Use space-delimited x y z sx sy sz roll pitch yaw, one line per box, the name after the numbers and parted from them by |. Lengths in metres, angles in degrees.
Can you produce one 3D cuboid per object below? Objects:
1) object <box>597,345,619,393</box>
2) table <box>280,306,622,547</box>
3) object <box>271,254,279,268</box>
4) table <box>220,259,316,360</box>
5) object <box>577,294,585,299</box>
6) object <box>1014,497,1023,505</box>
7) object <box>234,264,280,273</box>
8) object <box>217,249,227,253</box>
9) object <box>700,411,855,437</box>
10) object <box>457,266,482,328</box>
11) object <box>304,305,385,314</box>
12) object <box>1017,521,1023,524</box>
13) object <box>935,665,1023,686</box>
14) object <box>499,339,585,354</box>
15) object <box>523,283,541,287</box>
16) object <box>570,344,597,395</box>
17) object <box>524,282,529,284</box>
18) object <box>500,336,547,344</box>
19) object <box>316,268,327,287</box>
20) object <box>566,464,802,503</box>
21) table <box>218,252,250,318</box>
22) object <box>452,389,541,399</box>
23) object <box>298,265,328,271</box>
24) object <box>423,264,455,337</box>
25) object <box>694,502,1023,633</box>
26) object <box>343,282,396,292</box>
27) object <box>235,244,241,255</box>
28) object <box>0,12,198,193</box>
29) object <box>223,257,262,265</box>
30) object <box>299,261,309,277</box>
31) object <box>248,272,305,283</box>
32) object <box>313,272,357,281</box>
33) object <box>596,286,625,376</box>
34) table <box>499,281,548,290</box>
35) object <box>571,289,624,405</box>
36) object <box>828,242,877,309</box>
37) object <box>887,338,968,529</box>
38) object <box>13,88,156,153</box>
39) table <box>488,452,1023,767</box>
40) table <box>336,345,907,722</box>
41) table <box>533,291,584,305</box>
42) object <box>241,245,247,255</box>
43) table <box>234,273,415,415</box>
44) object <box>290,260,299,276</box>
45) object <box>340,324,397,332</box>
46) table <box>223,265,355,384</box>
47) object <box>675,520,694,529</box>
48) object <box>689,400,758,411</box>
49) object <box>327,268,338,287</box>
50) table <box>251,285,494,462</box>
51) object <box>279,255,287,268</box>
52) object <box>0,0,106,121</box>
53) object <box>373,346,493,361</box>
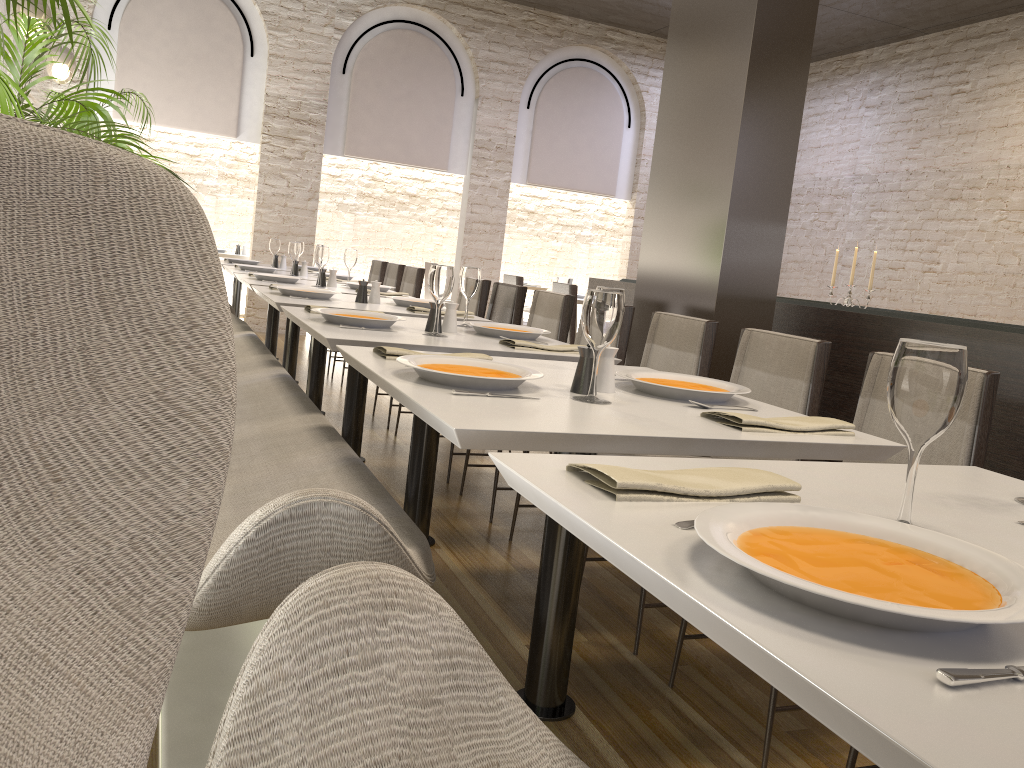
0.211 -0.038 2.010 0.059 0.109 0.060 3 7 -31 | object
-0.311 0.186 3.127 0.935 0.757 1.016 4 8 -22 | table
-1.920 -1.000 7.189 0.059 0.109 0.059 8 6 13 | object
-1.969 -0.582 7.304 0.935 0.757 1.016 4 8 -22 | table
0.576 -0.843 8.444 0.322 0.036 0.322 10 8 23 | object
0.805 0.068 1.302 0.087 0.230 0.086 9 6 20 | object
-1.758 -0.793 6.113 0.322 0.036 0.323 9 8 15 | object
-3.287 -1.477 9.784 0.322 0.036 0.322 8 8 13 | object
0.535 0.077 1.786 0.272 0.033 0.143 3 8 -22 | object
-0.168 -0.333 3.392 0.087 0.230 0.086 9 6 20 | object
-0.626 -0.268 3.309 0.272 0.033 0.143 3 8 -22 | object
0.761 0.187 1.207 0.185 0.010 0.017 3 8 -22 | object
0.396 0.218 0.674 0.185 0.010 0.017 3 8 -22 | object
0.110 -0.120 2.856 0.272 0.033 0.143 3 8 -22 | object
0.204 -1.206 10.821 0.272 0.033 0.143 3 8 -22 | object
0.163 -0.034 1.942 0.059 0.109 0.060 3 7 -31 | object
0.074 -1.274 11.153 0.322 0.036 0.322 8 8 13 | object
0.042 -0.149 3.017 0.181 0.015 0.038 4 8 -21 | object
-1.099 -0.620 5.122 0.059 0.109 0.059 8 6 13 | object
0.225 0.126 1.166 0.272 0.033 0.143 3 8 -22 | object
-3.082 -1.073 9.924 0.935 0.757 1.016 4 8 -22 | table
-0.030 0.020 1.746 0.185 0.010 0.017 3 8 -22 | object
-1.678 -0.956 7.364 0.322 0.036 0.323 9 8 15 | object
-0.237 -0.271 2.879 0.087 0.230 0.086 9 6 20 | object
0.334 0.176 0.844 0.322 0.036 0.322 8 8 13 | object
-0.857 -0.576 5.297 0.322 0.036 0.323 9 8 15 | object
-3.032 -1.491 9.809 0.059 0.109 0.060 4 6 -20 | object
-2.235 -0.758 3.981 1.190 1.967 1.148 9 6 18 | object
-2.175 -0.987 7.164 0.322 0.036 0.323 9 8 15 | object
-1.455 -0.811 6.207 0.059 0.109 0.059 8 6 13 | object
-1.354 -0.606 5.096 0.322 0.036 0.323 9 8 15 | object
-1.261 -0.763 6.314 0.322 0.036 0.323 9 8 15 | object
0.247 -0.141 2.346 0.086 0.230 0.086 5 6 -16 | object
-0.217 -0.900 11.093 0.935 0.757 1.016 4 8 -22 | table
0.178 -0.078 1.832 0.086 0.230 0.086 9 6 25 | object
2.117 -0.581 5.549 0.131 0.654 0.392 6 6 -12 | object
0.485 0.064 1.059 0.087 0.230 0.086 9 6 20 | object
-3.121 -1.175 6.257 1.144 1.967 1.194 1 8 -41 | object
0.539 0.581 0.984 0.935 0.757 1.016 4 8 -22 | table
0.114 0.384 2.057 0.935 0.757 1.016 4 8 -22 | table
0.782 -0.438 8.585 0.935 0.757 1.016 4 8 -22 | table
-2.984 -1.495 9.878 0.059 0.109 0.060 4 6 -20 | object
-1.149 -0.202 5.237 0.935 0.757 1.016 4 8 -22 | table
-1.503 -0.807 6.139 0.059 0.109 0.059 8 6 13 | object
-0.455 -0.177 2.817 0.185 0.010 0.017 3 8 -22 | object
-1.552 -0.389 6.253 0.935 0.757 1.016 4 8 -22 | table
0.265 0.154 1.006 0.181 0.015 0.038 4 8 -21 | object
0.467 0.048 1.947 0.181 0.015 0.038 4 8 -21 | object
-1.051 -0.624 5.190 0.059 0.109 0.059 8 6 13 | object
-0.740 -0.012 4.206 0.935 0.757 1.016 4 8 -22 | table
-1.872 -1.004 7.258 0.059 0.109 0.059 8 6 13 | object
-1.498 -0.417 2.129 1.146 1.967 1.192 8 6 8 | object
-0.201 -0.071 2.239 0.272 0.033 0.143 3 8 -22 | object
